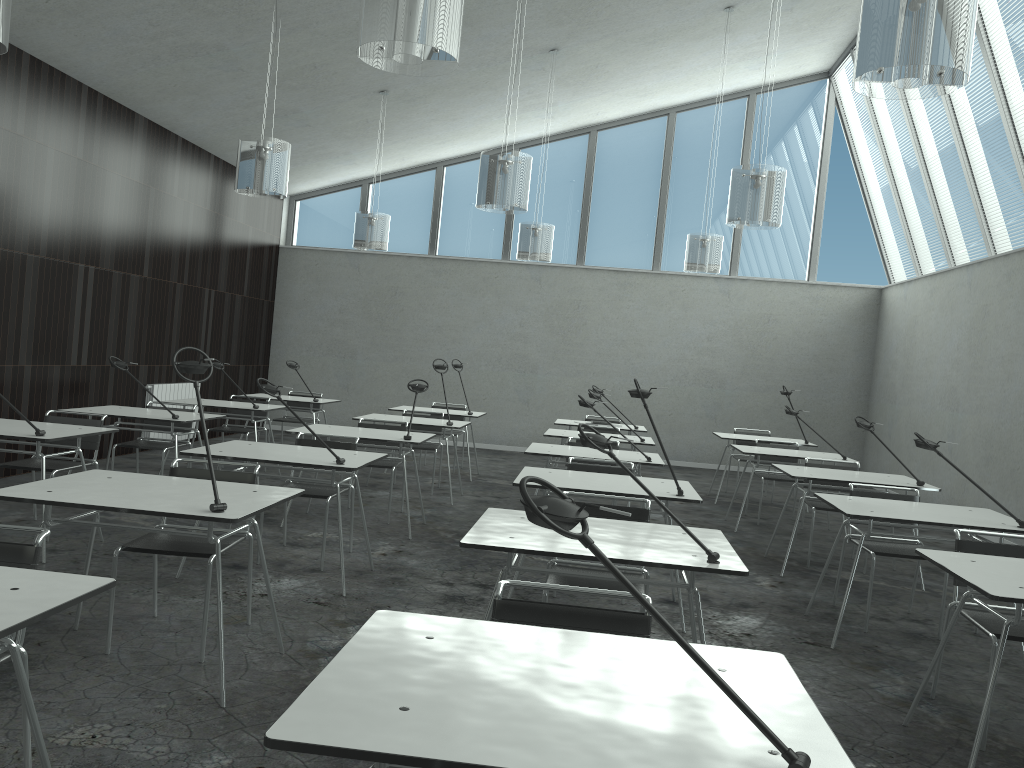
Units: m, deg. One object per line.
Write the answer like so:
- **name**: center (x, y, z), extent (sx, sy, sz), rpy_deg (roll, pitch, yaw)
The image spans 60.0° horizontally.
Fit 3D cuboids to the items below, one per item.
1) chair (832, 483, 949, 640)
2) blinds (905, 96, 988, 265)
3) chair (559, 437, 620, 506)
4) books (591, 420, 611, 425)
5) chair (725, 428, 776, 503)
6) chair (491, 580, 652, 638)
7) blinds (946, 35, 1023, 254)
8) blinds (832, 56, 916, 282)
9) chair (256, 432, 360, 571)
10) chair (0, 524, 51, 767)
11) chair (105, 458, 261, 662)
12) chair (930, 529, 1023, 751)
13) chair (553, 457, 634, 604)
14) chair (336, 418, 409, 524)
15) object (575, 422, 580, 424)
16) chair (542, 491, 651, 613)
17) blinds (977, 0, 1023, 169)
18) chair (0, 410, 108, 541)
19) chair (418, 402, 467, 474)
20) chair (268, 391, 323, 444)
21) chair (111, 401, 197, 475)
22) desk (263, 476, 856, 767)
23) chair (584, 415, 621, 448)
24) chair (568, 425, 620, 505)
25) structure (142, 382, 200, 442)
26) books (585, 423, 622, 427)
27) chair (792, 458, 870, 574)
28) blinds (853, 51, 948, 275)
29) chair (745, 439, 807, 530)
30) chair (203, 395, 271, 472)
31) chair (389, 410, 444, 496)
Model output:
- **chair**: center (2.022, 1.021, 4.724), extent (0.428, 0.765, 0.555), rpy_deg (5, 2, 4)
- **blinds**: center (4.344, -2.860, 9.142), extent (1.094, 2.949, 0.889), rpy_deg (5, 2, 5)
- **chair**: center (0.550, 0.840, 6.337), extent (0.428, 0.765, 0.555), rpy_deg (5, 2, 5)
- **books**: center (0.876, 0.421, 8.726), extent (0.183, 0.032, 0.164), rpy_deg (5, 2, -1)
- **chair**: center (2.485, 0.921, 9.162), extent (0.428, 0.765, 0.555), rpy_deg (5, 2, 5)
- **chair**: center (0.094, 0.940, 1.927), extent (0.428, 0.765, 0.555), rpy_deg (5, 2, 5)
- **blinds**: center (4.247, -2.837, 8.157), extent (1.094, 2.949, 0.889), rpy_deg (5, 2, 5)
- **blinds**: center (4.537, -2.906, 11.111), extent (1.094, 2.949, 0.889), rpy_deg (5, 2, 5)
- **chair**: center (-1.160, 0.728, 5.116), extent (0.428, 0.765, 0.555), rpy_deg (5, 2, 5)
- **chair**: center (-1.444, 0.799, 2.103), extent (0.428, 0.765, 0.555), rpy_deg (5, 2, 2)
- **chair**: center (-1.315, 0.762, 3.613), extent (0.428, 0.765, 0.555), rpy_deg (5, 2, 1)
- **chair**: center (1.902, 1.055, 3.332), extent (0.428, 0.765, 0.555), rpy_deg (5, 2, 9)
- **chair**: center (0.461, 0.877, 4.924), extent (0.428, 0.765, 0.555), rpy_deg (5, 2, 5)
- **chair**: center (-1.018, 0.695, 6.548), extent (0.428, 0.765, 0.555), rpy_deg (5, 2, 1)
- **object**: center (0.655, 0.429, 8.841), extent (0.008, 0.010, 0.159), rpy_deg (4, 2, -24)
- **chair**: center (0.331, 0.911, 3.517), extent (0.428, 0.765, 0.555), rpy_deg (5, 2, 7)
- **blinds**: center (4.150, -2.815, 7.175), extent (1.094, 2.949, 0.889), rpy_deg (5, 2, 5)
- **chair**: center (-2.749, 0.583, 5.278), extent (0.428, 0.765, 0.555), rpy_deg (5, 2, 4)
- **chair**: center (-0.733, 0.627, 9.462), extent (0.428, 0.765, 0.555), rpy_deg (5, 2, 4)
- **chair**: center (-2.315, 0.487, 9.499), extent (0.428, 0.765, 0.555), rpy_deg (5, 2, 5)
- **chair**: center (-2.646, 0.551, 6.571), extent (0.428, 0.765, 0.555), rpy_deg (5, 2, 2)
- **desk**: center (0.095, 0.758, 1.623), extent (0.900, 1.153, 0.700), rpy_deg (5, 2, 5)
- **chair**: center (0.900, 0.776, 9.312), extent (0.428, 0.765, 0.555), rpy_deg (5, 2, 12)
- **chair**: center (0.723, 0.810, 7.753), extent (0.428, 0.765, 0.555), rpy_deg (5, 2, 6)
- **structure**: center (-3.622, 0.336, 9.434), extent (0.079, 0.688, 1.129), rpy_deg (5, 2, 5)
- **books**: center (0.907, 0.449, 8.759), extent (0.297, 0.021, 0.210), rpy_deg (4, 2, -31)
- **chair**: center (2.233, 0.994, 6.158), extent (0.428, 0.765, 0.555), rpy_deg (5, 2, 9)
- **blinds**: center (4.441, -2.883, 10.126), extent (1.094, 2.949, 0.889), rpy_deg (5, 2, 5)
- **chair**: center (2.312, 0.952, 7.709), extent (0.428, 0.765, 0.555), rpy_deg (5, 2, 5)
- **chair**: center (-2.493, 0.516, 8.073), extent (0.428, 0.765, 0.555), rpy_deg (5, 2, 4)
- **chair**: center (-0.843, 0.667, 7.929), extent (0.428, 0.765, 0.555), rpy_deg (5, 2, -1)
